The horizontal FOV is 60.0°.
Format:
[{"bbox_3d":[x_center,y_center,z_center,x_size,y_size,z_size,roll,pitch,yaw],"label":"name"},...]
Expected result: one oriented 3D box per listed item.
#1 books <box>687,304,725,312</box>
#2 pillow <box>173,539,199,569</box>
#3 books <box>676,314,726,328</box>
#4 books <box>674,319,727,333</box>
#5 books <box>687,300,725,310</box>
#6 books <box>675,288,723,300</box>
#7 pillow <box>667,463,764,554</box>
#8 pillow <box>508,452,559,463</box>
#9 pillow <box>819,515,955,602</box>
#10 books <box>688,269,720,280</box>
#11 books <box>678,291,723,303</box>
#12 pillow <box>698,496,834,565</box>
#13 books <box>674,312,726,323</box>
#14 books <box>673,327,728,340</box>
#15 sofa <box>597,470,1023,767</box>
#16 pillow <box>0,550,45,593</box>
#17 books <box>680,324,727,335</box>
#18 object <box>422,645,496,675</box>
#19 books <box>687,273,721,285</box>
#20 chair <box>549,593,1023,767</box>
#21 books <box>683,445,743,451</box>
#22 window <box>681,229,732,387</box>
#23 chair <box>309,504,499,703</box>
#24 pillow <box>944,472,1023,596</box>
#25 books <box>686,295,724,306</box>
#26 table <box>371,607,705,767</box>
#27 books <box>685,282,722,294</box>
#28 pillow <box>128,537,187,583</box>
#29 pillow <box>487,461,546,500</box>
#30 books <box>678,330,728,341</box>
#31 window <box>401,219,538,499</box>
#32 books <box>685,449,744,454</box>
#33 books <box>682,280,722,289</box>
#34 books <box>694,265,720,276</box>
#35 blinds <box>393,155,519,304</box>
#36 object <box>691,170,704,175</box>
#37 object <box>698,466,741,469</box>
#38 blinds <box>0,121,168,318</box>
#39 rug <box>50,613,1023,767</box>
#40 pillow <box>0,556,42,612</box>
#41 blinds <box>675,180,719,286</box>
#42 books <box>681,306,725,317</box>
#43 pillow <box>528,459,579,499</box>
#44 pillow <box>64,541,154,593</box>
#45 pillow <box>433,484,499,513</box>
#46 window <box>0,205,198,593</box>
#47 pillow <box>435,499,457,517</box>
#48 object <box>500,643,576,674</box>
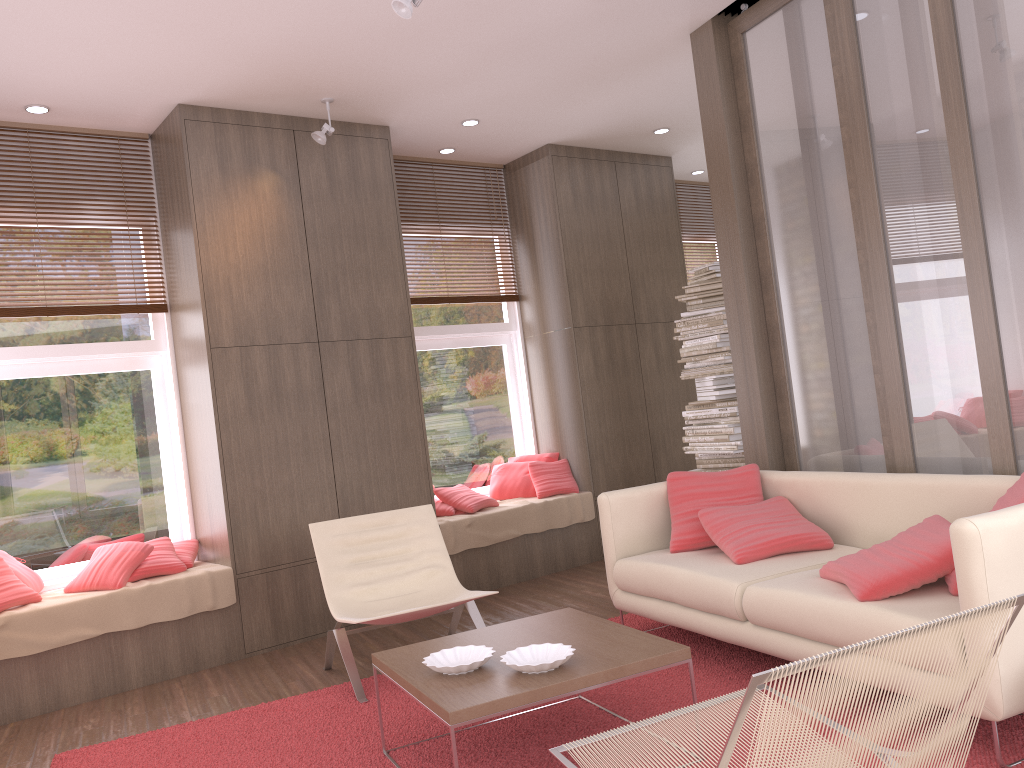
[{"bbox_3d":[1.437,-0.533,6.224,0.351,0.010,0.284,-8,-2,25],"label":"books"},{"bbox_3d":[-2.094,1.045,5.342,0.397,0.150,0.373,-7,-2,-8],"label":"pillow"},{"bbox_3d":[1.426,-0.450,6.273,0.323,0.035,0.416,-6,-2,-44],"label":"books"},{"bbox_3d":[1.403,-0.410,6.271,0.315,0.035,0.401,-6,-2,-44],"label":"books"},{"bbox_3d":[1.442,-0.555,6.261,0.371,0.036,0.211,-8,-2,25],"label":"books"},{"bbox_3d":[1.395,-0.638,6.261,0.435,0.019,0.248,-8,-2,25],"label":"books"},{"bbox_3d":[1.024,0.622,4.455,0.498,0.377,0.379,-7,-2,10],"label":"pillow"},{"bbox_3d":[0.155,0.733,7.062,0.484,0.334,0.193,-8,-2,16],"label":"pillow"},{"bbox_3d":[1.405,0.625,3.208,0.467,0.224,0.507,-7,-2,3],"label":"pillow"},{"bbox_3d":[1.414,-0.773,6.238,0.202,0.015,0.303,-6,-2,-24],"label":"books"},{"bbox_3d":[1.405,-0.618,6.250,0.412,0.019,0.259,-8,-2,25],"label":"books"},{"bbox_3d":[1.170,0.679,4.146,0.507,0.224,0.467,-7,-2,-12],"label":"pillow"},{"bbox_3d":[1.399,-0.473,6.271,0.306,0.015,0.392,-6,-2,-44],"label":"books"},{"bbox_3d":[1.420,-0.361,6.267,0.306,0.022,0.470,-6,-2,-44],"label":"books"},{"bbox_3d":[1.309,0.802,3.715,0.919,0.751,2.204,-6,-2,-25],"label":"sofa"},{"bbox_3d":[-2.751,1.042,4.834,0.270,0.279,0.485,-7,-2,-11],"label":"pillow"},{"bbox_3d":[1.457,-0.389,6.236,0.324,0.019,0.434,-6,-2,-44],"label":"books"},{"bbox_3d":[-0.178,0.939,2.993,0.249,0.043,0.251,-8,-2,35],"label":"object"},{"bbox_3d":[1.414,-0.741,6.250,0.198,0.023,0.327,-6,-2,-24],"label":"books"},{"bbox_3d":[0.573,0.848,1.960,0.739,0.762,0.853,-6,-2,-25],"label":"chair"},{"bbox_3d":[1.542,0.427,6.230,0.399,0.028,0.612,-6,-2,-24],"label":"books"},{"bbox_3d":[1.736,-0.389,8.655,1.407,2.229,0.160,-6,-2,-37],"label":"window"},{"bbox_3d":[-0.549,1.056,4.456,0.739,0.767,0.860,-6,-2,-25],"label":"chair"},{"bbox_3d":[1.688,0.503,3.089,0.379,0.377,0.498,-8,-2,25],"label":"pillow"},{"bbox_3d":[1.437,-0.593,6.262,0.371,0.036,0.211,-8,-2,25],"label":"books"},{"bbox_3d":[0.051,1.126,3.120,0.850,0.378,0.850,-6,-2,-24],"label":"table"},{"bbox_3d":[1.423,-0.672,6.231,0.351,0.036,0.275,-8,-2,25],"label":"books"},{"bbox_3d":[-2.116,1.015,5.109,0.403,0.200,0.354,-6,-2,-29],"label":"pillow"},{"bbox_3d":[0.030,0.754,6.937,0.485,0.279,0.270,-7,-2,12],"label":"pillow"},{"bbox_3d":[1.429,-0.345,6.224,0.324,0.012,0.416,-6,-2,-44],"label":"books"},{"bbox_3d":[-0.489,-0.160,6.949,1.407,2.229,0.160,-6,-2,-37],"label":"window"},{"bbox_3d":[1.534,0.450,6.173,0.423,0.016,0.542,-6,-2,-24],"label":"books"},{"bbox_3d":[1.410,-0.697,6.230,0.366,0.012,0.287,-8,-2,25],"label":"books"},{"bbox_3d":[1.419,-0.798,6.229,0.193,0.029,0.260,-7,-2,-10],"label":"books"},{"bbox_3d":[-0.554,-1.191,6.900,1.373,1.138,0.042,-6,-2,-37],"label":"blinds"},{"bbox_3d":[1.757,-2.003,8.389,0.119,0.010,0.119,-7,-2,1],"label":"object"},{"bbox_3d":[1.537,0.565,6.177,0.243,0.008,0.413,-6,-2,-44],"label":"object"},{"bbox_3d":[-2.776,-0.960,5.186,1.373,1.142,0.042,-6,-2,-37],"label":"blinds"},{"bbox_3d":[0.156,1.309,3.140,3.344,0.016,2.938,-6,-2,-24],"label":"rug"},{"bbox_3d":[-2.660,1.034,4.546,0.264,0.278,0.357,-8,-2,18],"label":"pillow"},{"bbox_3d":[1.665,-1.419,8.611,1.373,1.138,0.042,-6,-2,-37],"label":"blinds"},{"bbox_3d":[1.420,-0.511,6.243,0.404,0.026,0.266,-8,-2,25],"label":"books"},{"bbox_3d":[0.316,0.727,6.840,0.357,0.278,0.264,-7,-2,-17],"label":"pillow"},{"bbox_3d":[-2.252,1.021,4.963,0.389,0.234,0.356,-7,-2,13],"label":"pillow"},{"bbox_3d":[-0.336,0.831,6.469,0.354,0.200,0.403,-8,-2,30],"label":"pillow"},{"bbox_3d":[-2.714,0.070,5.243,1.407,2.229,0.160,-6,-2,-37],"label":"window"},{"bbox_3d":[-0.565,0.886,6.454,0.373,0.150,0.397,-7,-2,9],"label":"pillow"},{"bbox_3d":[0.085,0.904,2.896,0.249,0.043,0.251,-7,-2,-13],"label":"object"}]
